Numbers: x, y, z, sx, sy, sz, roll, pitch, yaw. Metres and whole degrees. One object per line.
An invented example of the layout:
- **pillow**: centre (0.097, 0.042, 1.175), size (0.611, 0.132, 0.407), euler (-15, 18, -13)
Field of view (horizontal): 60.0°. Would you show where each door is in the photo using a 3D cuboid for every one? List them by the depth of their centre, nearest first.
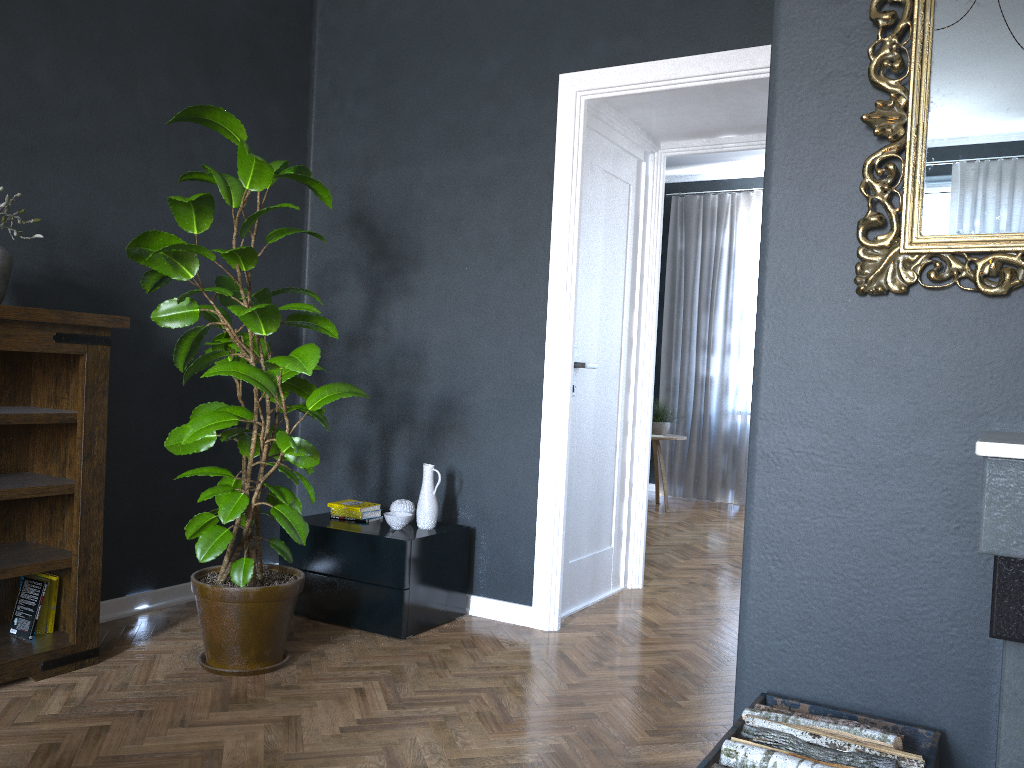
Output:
- **door**: centre (0.391, -0.074, 4.099), size (0.162, 2.187, 0.857), euler (4, 1, 30)

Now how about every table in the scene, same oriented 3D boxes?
- **table**: centre (1.202, 0.556, 7.470), size (0.594, 0.960, 0.731), euler (4, 1, 43)

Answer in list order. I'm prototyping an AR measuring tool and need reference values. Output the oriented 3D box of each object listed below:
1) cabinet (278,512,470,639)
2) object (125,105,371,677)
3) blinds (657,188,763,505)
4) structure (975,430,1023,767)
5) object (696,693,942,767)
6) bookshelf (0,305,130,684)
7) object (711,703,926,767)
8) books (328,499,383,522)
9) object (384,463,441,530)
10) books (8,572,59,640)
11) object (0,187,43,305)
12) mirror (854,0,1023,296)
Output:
- **cabinet**: centre (-0.583, 0.782, 3.746), size (0.650, 0.390, 0.456), euler (3, 1, 30)
- **object**: centre (-0.957, 0.020, 3.132), size (1.118, 1.899, 0.763), euler (3, 1, 23)
- **blinds**: centre (3.126, -0.269, 7.306), size (3.991, 2.790, 0.312), euler (3, 1, 30)
- **structure**: centre (1.217, 0.604, 1.308), size (1.065, 0.981, 0.834), euler (3, 1, 30)
- **object**: centre (0.605, 0.887, 1.746), size (0.383, 0.326, 0.552), euler (3, 1, 30)
- **bookshelf**: centre (-1.973, 0.334, 2.254), size (0.450, 1.172, 1.919), euler (4, 1, 30)
- **object**: centre (0.613, 0.811, 1.743), size (0.369, 0.247, 0.533), euler (3, 1, 30)
- **books**: centre (-0.679, 0.549, 3.839), size (0.214, 0.066, 0.162), euler (3, 1, 25)
- **object**: centre (-0.438, 0.460, 3.703), size (0.229, 0.268, 0.228), euler (2, 1, -27)
- **books**: centre (-1.616, 0.748, 2.996), size (0.179, 0.193, 0.122), euler (3, 1, 33)
- **object**: centre (-1.666, -0.447, 2.694), size (0.385, 0.412, 0.275), euler (3, 1, 8)
- **mirror**: centre (1.240, -0.562, 1.722), size (1.056, 0.784, 0.067), euler (3, 1, 30)
